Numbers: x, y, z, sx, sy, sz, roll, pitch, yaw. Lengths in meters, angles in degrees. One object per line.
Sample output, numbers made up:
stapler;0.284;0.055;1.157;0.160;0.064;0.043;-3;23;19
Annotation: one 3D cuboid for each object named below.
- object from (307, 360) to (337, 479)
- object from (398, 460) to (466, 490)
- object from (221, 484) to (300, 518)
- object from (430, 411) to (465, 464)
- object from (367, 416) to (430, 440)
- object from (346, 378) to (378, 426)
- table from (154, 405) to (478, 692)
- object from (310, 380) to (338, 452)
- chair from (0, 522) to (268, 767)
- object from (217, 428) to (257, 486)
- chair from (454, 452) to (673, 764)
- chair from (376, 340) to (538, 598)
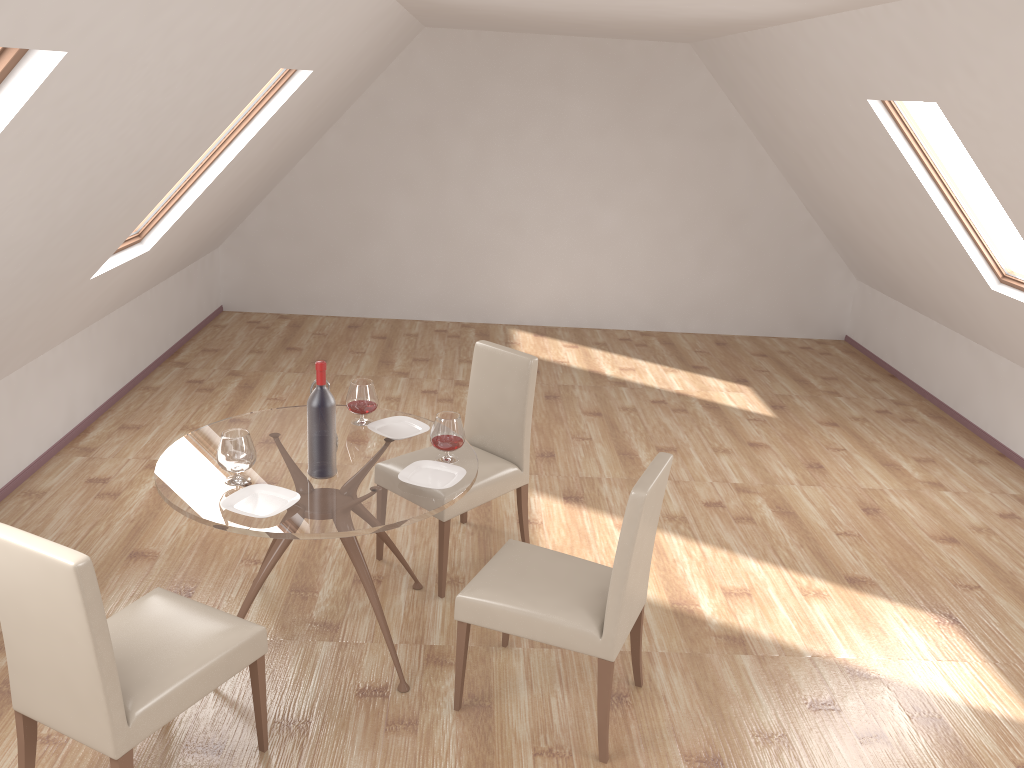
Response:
object;-0.686;0.127;3.195;0.109;0.435;0.109;1;19;-6
object;-0.294;0.342;3.280;0.228;0.020;0.228;10;20;19
object;-0.849;0.402;3.004;0.228;0.020;0.228;11;20;22
object;-0.249;0.207;3.434;0.136;0.183;0.136;-5;20;-23
object;-0.473;0.189;3.704;0.228;0.020;0.228;20;25;40
object;-0.635;0.076;3.755;0.136;0.183;0.136;-5;20;-23
table;-0.750;0.650;3.527;1.198;0.770;1.198;9;19;17
object;-0.717;0.132;3.354;0.086;0.322;0.096;-11;24;-37
chair;-1.131;0.797;2.670;0.477;0.999;0.618;12;20;24
object;-0.979;0.259;3.152;0.136;0.183;0.136;11;20;23
chair;0.178;0.706;3.169;0.618;0.999;0.477;11;20;21
chair;-0.247;0.361;4.120;0.477;0.999;0.618;19;24;39
